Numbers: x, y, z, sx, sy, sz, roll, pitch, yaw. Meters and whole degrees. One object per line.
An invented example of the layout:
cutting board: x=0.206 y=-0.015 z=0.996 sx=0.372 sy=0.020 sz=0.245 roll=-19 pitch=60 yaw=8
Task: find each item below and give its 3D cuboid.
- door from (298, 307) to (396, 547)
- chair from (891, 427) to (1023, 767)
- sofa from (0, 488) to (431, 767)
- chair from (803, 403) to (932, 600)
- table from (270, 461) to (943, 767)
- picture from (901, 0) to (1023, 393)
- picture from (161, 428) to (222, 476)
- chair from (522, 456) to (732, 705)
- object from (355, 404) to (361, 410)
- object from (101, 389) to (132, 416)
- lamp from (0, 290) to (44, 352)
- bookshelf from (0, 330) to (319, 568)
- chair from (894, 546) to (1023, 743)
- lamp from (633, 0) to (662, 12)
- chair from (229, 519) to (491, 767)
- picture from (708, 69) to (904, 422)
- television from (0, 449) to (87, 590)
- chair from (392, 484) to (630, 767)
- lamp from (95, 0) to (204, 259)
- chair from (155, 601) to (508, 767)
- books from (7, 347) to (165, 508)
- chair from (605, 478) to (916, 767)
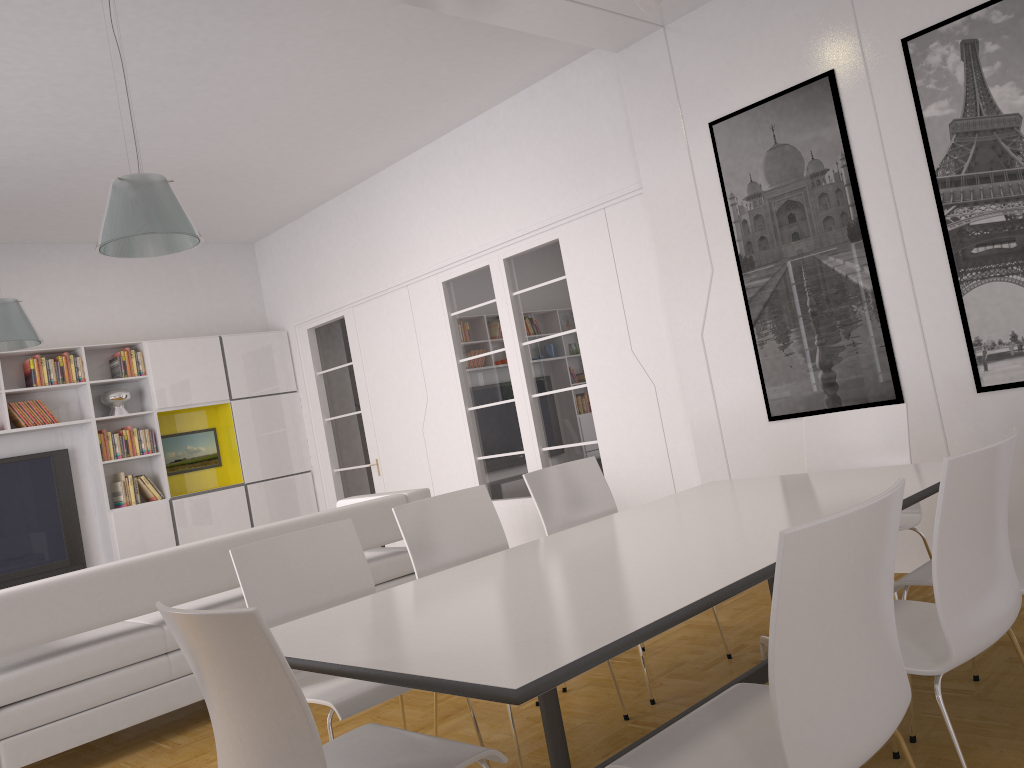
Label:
door: x=-1.592 y=0.557 z=8.611 sx=0.139 sy=2.457 sz=1.006 roll=-8 pitch=-4 yaw=-44
chair: x=1.031 y=0.627 z=2.228 sx=0.562 sy=0.932 sz=0.574 roll=-8 pitch=-4 yaw=-44
sofa: x=-1.626 y=1.239 z=4.721 sx=2.626 sy=0.849 sz=0.820 roll=-9 pitch=-3 yaw=-44
chair: x=1.401 y=0.600 z=3.678 sx=0.576 sy=0.932 sz=0.559 roll=-8 pitch=-4 yaw=-44
table: x=0.527 y=0.843 z=2.784 sx=2.414 sy=0.723 sz=1.208 roll=-9 pitch=-3 yaw=-44
picture: x=2.347 y=-0.888 z=4.048 sx=0.016 sy=1.782 sz=0.785 roll=-8 pitch=-4 yaw=-44
picture: x=-3.123 y=0.657 z=8.574 sx=0.610 sy=0.388 sz=0.007 roll=-8 pitch=-4 yaw=-44
chair: x=0.464 y=0.788 z=3.815 sx=0.562 sy=0.932 sz=0.574 roll=-8 pitch=-4 yaw=-44
object: x=-1.189 y=0.757 z=9.568 sx=0.886 sy=2.007 sz=0.588 roll=-9 pitch=-3 yaw=-23
object: x=-3.590 y=0.181 z=8.063 sx=0.257 sy=0.239 sz=0.256 roll=-9 pitch=-3 yaw=-36
lamp: x=-3.484 y=-0.861 z=5.924 sx=0.465 sy=1.251 sz=0.463 roll=-8 pitch=-4 yaw=-44
bookshelf: x=-4.144 y=0.982 z=7.406 sx=5.373 sy=2.482 sz=0.388 roll=-9 pitch=-4 yaw=-44
chair: x=1.504 y=0.554 z=2.685 sx=0.562 sy=0.932 sz=0.574 roll=-8 pitch=-4 yaw=-44
lamp: x=0.635 y=-1.964 z=4.252 sx=0.173 sy=0.365 sz=0.167 roll=-11 pitch=-3 yaw=-1
chair: x=-0.511 y=0.938 z=2.873 sx=0.562 sy=0.932 sz=0.574 roll=-8 pitch=-4 yaw=-44
picture: x=1.578 y=-0.716 z=4.871 sx=0.013 sy=1.782 sz=0.785 roll=-8 pitch=-4 yaw=-44
television: x=-4.411 y=1.197 z=7.198 sx=1.662 sy=1.089 sz=0.081 roll=-8 pitch=-4 yaw=-44
chair: x=-0.038 y=0.865 z=3.330 sx=0.562 sy=0.932 sz=0.574 roll=-8 pitch=-4 yaw=-44
lamp: x=-1.770 y=-1.246 z=4.094 sx=0.465 sy=1.251 sz=0.463 roll=-8 pitch=-4 yaw=-44
chair: x=-0.377 y=0.882 z=1.957 sx=0.576 sy=0.932 sz=0.559 roll=-8 pitch=-4 yaw=-44
books: x=-4.744 y=0.567 z=6.894 sx=3.868 sy=1.457 sz=0.235 roll=-9 pitch=-4 yaw=-44
chair: x=0.529 y=0.705 z=1.743 sx=0.562 sy=0.932 sz=0.574 roll=-8 pitch=-4 yaw=-44
